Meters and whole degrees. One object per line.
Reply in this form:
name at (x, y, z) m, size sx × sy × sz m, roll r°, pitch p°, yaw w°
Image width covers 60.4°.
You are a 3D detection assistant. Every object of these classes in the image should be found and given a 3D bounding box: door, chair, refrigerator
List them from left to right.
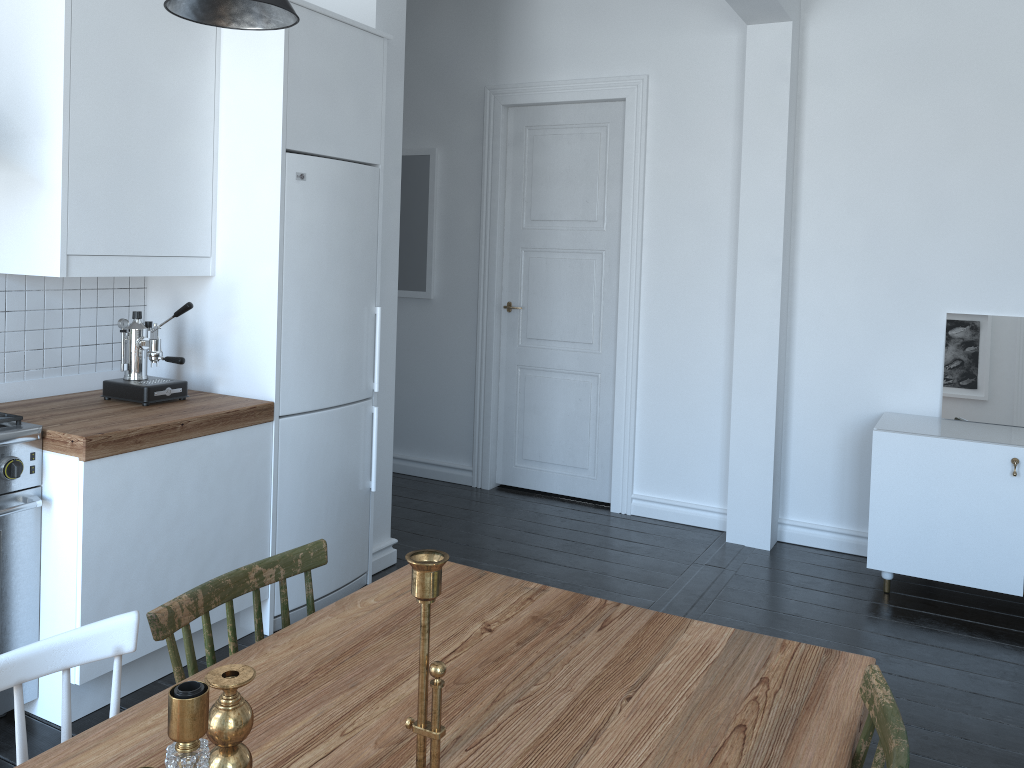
chair at (-0.608, 0.837, 1.204) m, size 0.511 × 0.838 × 0.468 m, roll 4°, pitch 4°, yaw 28°
refrigerator at (-0.989, -0.023, 3.673) m, size 0.683 × 1.794 × 0.577 m, roll 3°, pitch 3°, yaw 28°
chair at (-0.363, 0.790, 1.630) m, size 0.487 × 0.824 × 0.469 m, roll 4°, pitch 4°, yaw 26°
door at (0.278, -0.548, 5.227) m, size 1.044 × 2.464 × 0.116 m, roll 3°, pitch 2°, yaw 28°
chair at (0.293, 0.864, 1.279) m, size 0.487 × 0.823 × 0.469 m, roll 4°, pitch 4°, yaw 26°

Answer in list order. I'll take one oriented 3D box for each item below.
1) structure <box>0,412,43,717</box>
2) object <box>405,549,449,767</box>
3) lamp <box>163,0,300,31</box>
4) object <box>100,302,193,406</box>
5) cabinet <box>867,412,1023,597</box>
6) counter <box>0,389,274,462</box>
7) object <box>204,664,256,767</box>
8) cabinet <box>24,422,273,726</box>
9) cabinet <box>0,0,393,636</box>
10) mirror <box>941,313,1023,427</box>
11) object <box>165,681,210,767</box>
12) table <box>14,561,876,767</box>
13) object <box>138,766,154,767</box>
structure at (-1.854, 0.514, 2.492) m, size 0.724 × 1.014 × 0.703 m, roll 4°, pitch 4°, yaw 28°
object at (-0.084, 0.396, 0.967) m, size 0.113 × 0.409 × 0.114 m, roll 2°, pitch 2°, yaw -10°
lamp at (-0.815, -1.566, 2.606) m, size 0.387 × 0.935 × 0.386 m, roll 4°, pitch 3°, yaw 36°
object at (-1.286, -0.122, 3.183) m, size 0.354 × 0.368 × 0.206 m, roll 5°, pitch 4°, yaw 28°
cabinet at (2.222, 0.596, 3.821) m, size 1.205 × 0.732 × 0.592 m, roll 5°, pitch 6°, yaw 28°
counter at (-1.980, 0.238, 2.091) m, size 0.849 × 0.073 × 3.118 m, roll 6°, pitch 10°, yaw 27°
object at (-0.331, 0.460, 1.026) m, size 0.101 × 0.246 × 0.101 m, roll 0°, pitch 3°, yaw -38°
cabinet at (-2.043, 0.663, 2.137) m, size 0.732 × 0.809 × 3.198 m, roll 5°, pitch 9°, yaw 36°
cabinet at (-1.842, -0.145, 2.382) m, size 0.782 × 2.356 × 3.809 m, roll 3°, pitch 6°, yaw 32°
mirror at (2.376, -0.055, 4.053) m, size 0.698 × 0.500 × 0.054 m, roll 5°, pitch 3°, yaw 28°
object at (-0.323, 0.452, 0.872) m, size 0.140 × 0.309 × 0.141 m, roll 1°, pitch 3°, yaw -20°
table at (-0.296, 0.950, 0.928) m, size 1.021 × 0.711 × 2.240 m, roll 5°, pitch 8°, yaw 28°
object at (-0.424, 0.515, 1.001) m, size 0.049 × 0.138 × 0.049 m, roll 3°, pitch 3°, yaw 28°
